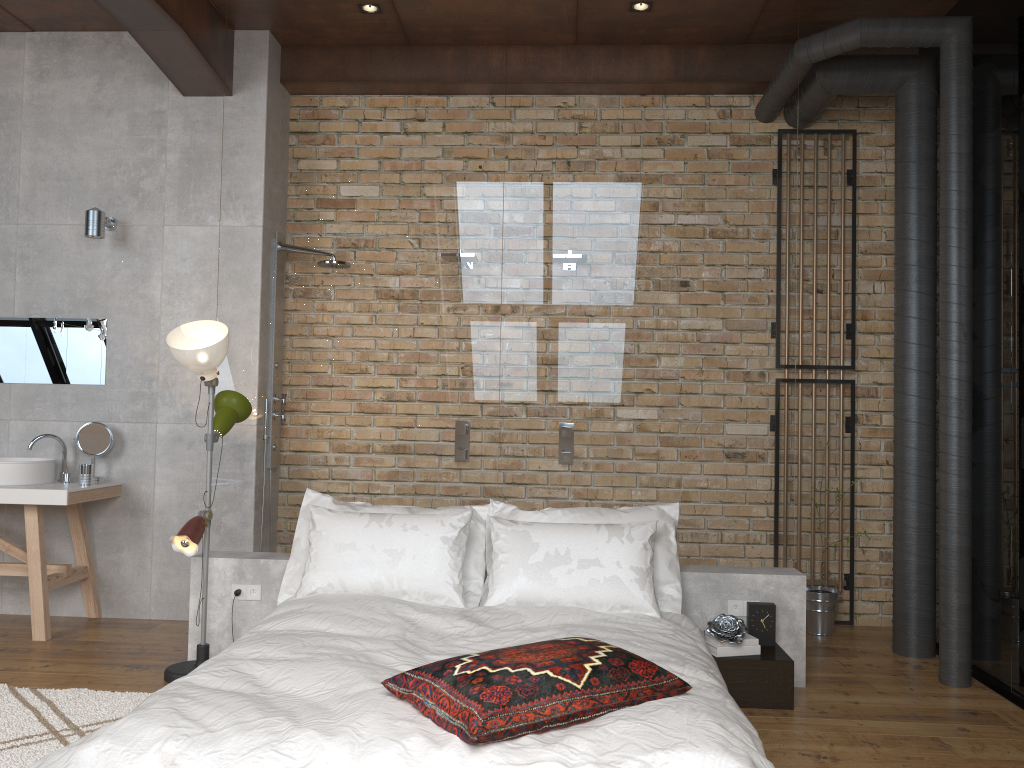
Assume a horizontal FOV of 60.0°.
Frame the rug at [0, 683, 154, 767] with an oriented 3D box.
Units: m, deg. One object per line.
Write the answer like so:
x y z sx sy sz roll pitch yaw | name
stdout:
-2.659 1.222 2.866 3.139 0.019 1.726 1 -2 3 | rug

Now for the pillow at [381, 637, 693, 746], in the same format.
0.078 0.822 2.454 0.748 0.157 0.453 3 -3 -37 | pillow

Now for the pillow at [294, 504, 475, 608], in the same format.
-0.539 0.732 3.783 0.744 0.397 0.276 1 -2 3 | pillow

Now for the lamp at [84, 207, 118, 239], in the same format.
-2.306 -0.893 4.983 0.101 0.168 0.243 1 -2 3 | lamp

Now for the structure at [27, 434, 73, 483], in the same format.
-2.541 0.411 4.927 0.242 0.268 0.141 1 -2 -2 | structure

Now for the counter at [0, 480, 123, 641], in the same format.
-3.230 0.909 4.819 2.011 0.765 0.630 1 -2 3 | counter

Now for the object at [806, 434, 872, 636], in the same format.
1.806 0.839 4.899 0.228 1.117 0.517 2 -2 -26 | object

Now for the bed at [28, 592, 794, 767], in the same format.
-0.030 1.067 2.955 2.300 0.442 2.169 1 -2 3 | bed

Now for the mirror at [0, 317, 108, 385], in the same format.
-3.231 -0.200 5.112 1.838 0.377 0.007 1 -2 3 | mirror

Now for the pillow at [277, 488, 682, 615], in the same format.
-0.124 0.752 3.926 1.746 0.517 0.358 1 -2 2 | pillow

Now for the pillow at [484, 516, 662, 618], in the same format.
0.253 0.769 3.738 0.748 0.385 0.291 1 -2 3 | pillow

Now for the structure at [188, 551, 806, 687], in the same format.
-0.088 1.084 4.148 2.820 0.494 0.206 1 -2 3 | structure

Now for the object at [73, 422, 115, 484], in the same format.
-2.327 0.380 4.933 0.192 0.338 0.118 3 -3 -40 | object

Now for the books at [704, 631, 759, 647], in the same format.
0.930 1.086 3.800 0.184 0.030 0.175 2 -2 -13 | books

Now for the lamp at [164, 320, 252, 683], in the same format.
-1.381 0.508 3.990 0.270 1.582 0.561 1 -2 0 | lamp

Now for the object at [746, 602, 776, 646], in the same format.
1.101 1.060 3.920 0.116 0.178 0.067 1 -2 6 | object

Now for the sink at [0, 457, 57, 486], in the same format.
-2.720 0.472 4.806 0.442 0.128 0.445 3 -3 -33 | sink

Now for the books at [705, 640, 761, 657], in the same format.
0.922 1.121 3.799 0.203 0.040 0.193 2 -2 -16 | books

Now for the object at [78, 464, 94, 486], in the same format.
-2.288 0.488 4.765 0.073 0.111 0.073 1 -2 -4 | object

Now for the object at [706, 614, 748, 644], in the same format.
0.908 1.030 3.741 0.170 0.094 0.160 1 -2 15 | object

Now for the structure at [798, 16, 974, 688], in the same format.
1.802 -0.179 4.657 0.829 3.140 1.189 1 -2 3 | structure
